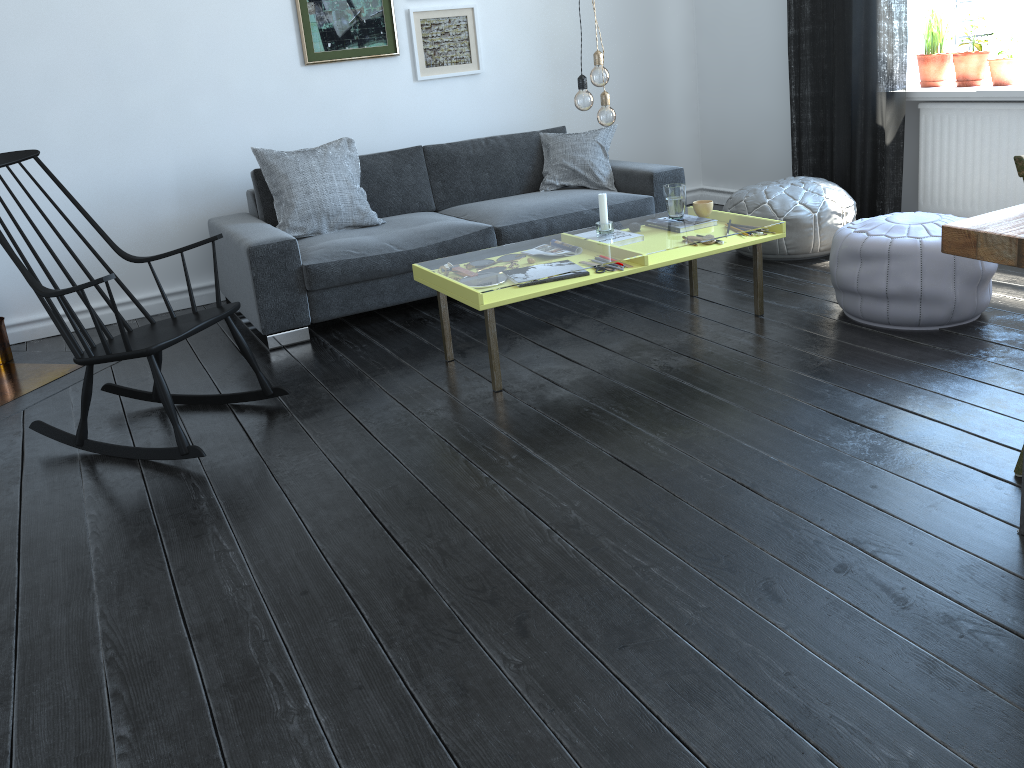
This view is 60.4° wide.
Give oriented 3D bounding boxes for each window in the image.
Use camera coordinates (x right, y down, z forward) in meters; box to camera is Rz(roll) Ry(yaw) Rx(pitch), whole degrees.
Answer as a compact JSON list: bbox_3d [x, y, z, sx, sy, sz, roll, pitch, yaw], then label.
[{"bbox_3d":[2.713,-2.437,4.124,0.108,1.928,1.602,-13,18,-25],"label":"window"}]

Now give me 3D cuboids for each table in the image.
[{"bbox_3d":[0.378,-0.381,3.585,1.416,0.388,0.613,-16,21,-25],"label":"table"},{"bbox_3d":[2.183,-0.151,2.052,2.252,0.695,1.040,-16,21,-25],"label":"table"}]

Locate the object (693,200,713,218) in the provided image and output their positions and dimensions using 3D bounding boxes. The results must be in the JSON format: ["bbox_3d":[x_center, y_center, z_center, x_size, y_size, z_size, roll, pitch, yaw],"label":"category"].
[{"bbox_3d":[0.832,-0.760,3.832,0.087,0.065,0.090,-5,19,2],"label":"object"}]

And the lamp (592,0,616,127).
[{"bbox_3d":[0.297,-1.696,3.228,0.074,1.453,0.091,-6,15,-2],"label":"lamp"}]

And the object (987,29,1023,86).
[{"bbox_3d":[2.493,-1.643,4.429,0.195,0.269,0.182,4,19,29],"label":"object"}]

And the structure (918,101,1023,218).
[{"bbox_3d":[2.461,-1.063,4.313,0.074,0.609,1.088,-13,20,-25],"label":"structure"}]

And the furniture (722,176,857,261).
[{"bbox_3d":[1.478,-0.906,4.725,0.686,0.371,0.695,-15,21,-25],"label":"furniture"}]

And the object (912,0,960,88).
[{"bbox_3d":[2.312,-1.868,4.768,0.340,0.484,0.303,-21,22,-41],"label":"object"}]

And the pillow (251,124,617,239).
[{"bbox_3d":[-0.333,-1.179,4.801,2.073,0.478,0.490,-14,19,-21],"label":"pillow"}]

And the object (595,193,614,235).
[{"bbox_3d":[0.384,-0.716,3.687,0.074,0.168,0.077,-4,16,8],"label":"object"}]

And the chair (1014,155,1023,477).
[{"bbox_3d":[1.497,-0.152,2.089,0.473,0.803,0.495,-14,18,-27],"label":"chair"}]

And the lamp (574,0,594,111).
[{"bbox_3d":[0.208,-1.734,3.155,0.086,1.453,0.076,1,16,24],"label":"lamp"}]

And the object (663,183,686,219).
[{"bbox_3d":[0.714,-0.797,3.851,0.097,0.142,0.100,2,18,23],"label":"object"}]

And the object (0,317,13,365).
[{"bbox_3d":[-2.449,-0.194,4.124,0.177,0.193,0.174,-18,21,-34],"label":"object"}]

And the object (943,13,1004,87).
[{"bbox_3d":[2.410,-1.748,4.601,0.235,0.359,0.265,-10,17,-14],"label":"object"}]

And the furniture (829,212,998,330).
[{"bbox_3d":[1.611,-0.469,3.550,0.619,0.407,0.626,-17,22,-30],"label":"furniture"}]

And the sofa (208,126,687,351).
[{"bbox_3d":[-0.317,-0.912,4.738,2.399,0.702,1.108,-16,21,-25],"label":"sofa"}]

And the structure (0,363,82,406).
[{"bbox_3d":[-2.766,-1.315,3.476,1.269,2.805,0.802,-1,16,18],"label":"structure"}]

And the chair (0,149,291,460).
[{"bbox_3d":[-1.367,-0.310,3.035,0.905,0.976,0.632,0,17,18],"label":"chair"}]

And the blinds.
[{"bbox_3d":[1.756,-2.303,4.739,0.113,2.886,0.819,-13,17,-26],"label":"blinds"}]

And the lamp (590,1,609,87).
[{"bbox_3d":[0.262,-1.824,3.153,0.074,1.453,0.076,0,16,20],"label":"lamp"}]
